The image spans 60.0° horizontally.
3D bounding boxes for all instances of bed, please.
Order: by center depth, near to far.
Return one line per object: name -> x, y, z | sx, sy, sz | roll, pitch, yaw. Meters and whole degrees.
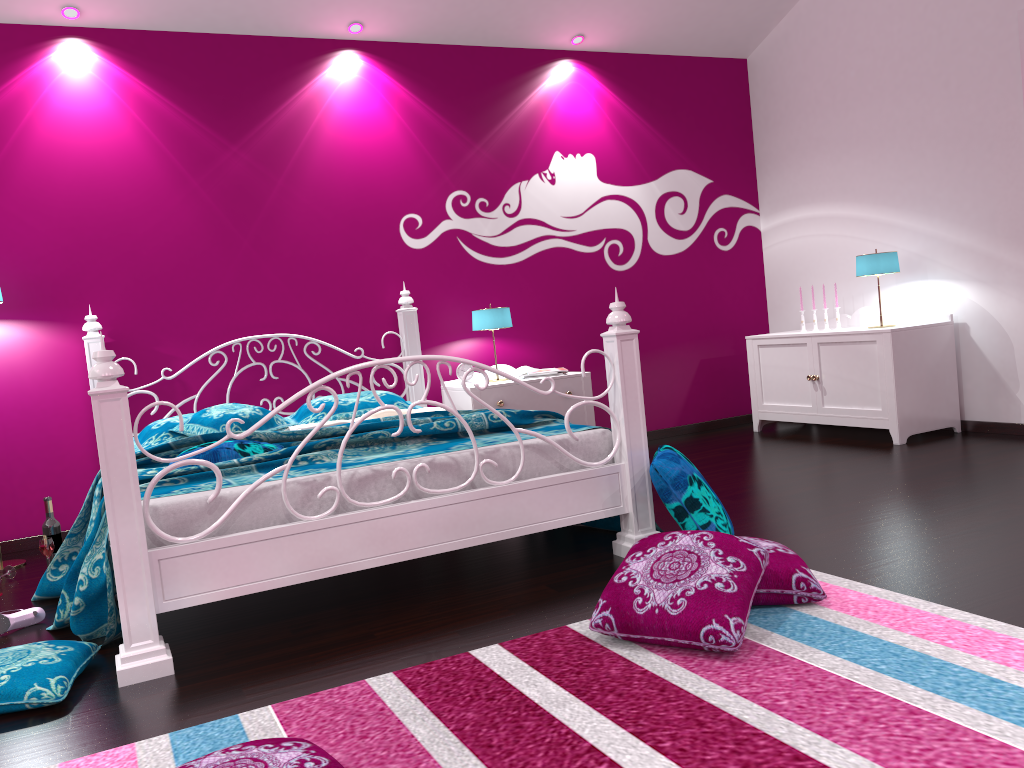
bed -> -0.847, 0.109, 3.666 | 2.167, 1.143, 2.317 | -8, 4, -25

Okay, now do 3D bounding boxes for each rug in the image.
rug -> 0.228, 0.699, 1.673 | 2.100, 0.018, 1.400 | -8, 4, -25

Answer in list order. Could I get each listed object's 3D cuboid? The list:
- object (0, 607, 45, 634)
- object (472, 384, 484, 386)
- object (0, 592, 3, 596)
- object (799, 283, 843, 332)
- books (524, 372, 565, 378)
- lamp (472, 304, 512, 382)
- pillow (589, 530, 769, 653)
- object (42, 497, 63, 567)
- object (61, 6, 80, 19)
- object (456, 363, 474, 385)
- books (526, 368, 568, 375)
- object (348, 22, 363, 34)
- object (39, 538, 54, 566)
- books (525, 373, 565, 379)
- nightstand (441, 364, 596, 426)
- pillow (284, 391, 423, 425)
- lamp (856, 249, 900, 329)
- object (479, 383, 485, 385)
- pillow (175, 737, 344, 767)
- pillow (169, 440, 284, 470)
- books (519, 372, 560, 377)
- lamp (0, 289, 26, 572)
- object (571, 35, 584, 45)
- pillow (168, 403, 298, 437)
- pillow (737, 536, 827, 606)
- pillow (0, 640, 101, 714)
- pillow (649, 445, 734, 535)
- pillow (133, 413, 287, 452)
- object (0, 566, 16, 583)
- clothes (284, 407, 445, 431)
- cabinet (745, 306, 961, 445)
object -> -1.679, 0.775, 2.926 | 0.247, 0.086, 0.100 | -8, 4, -31
object -> -0.184, 0.005, 4.801 | 0.073, 0.006, 0.073 | -4, 4, 27
object -> -2.077, 0.829, 3.394 | 0.184, 0.007, 0.221 | -3, 5, 37
object -> 1.873, -0.468, 5.408 | 0.043, 0.284, 0.285 | -9, 5, -37
books -> 0.200, -0.061, 5.105 | 0.220, 0.007, 0.300 | -5, 4, 10
lamp -> -0.102, -0.235, 5.033 | 0.229, 0.438, 0.229 | -5, 4, 20
pillow -> 0.437, 0.519, 2.302 | 0.425, 0.224, 0.391 | -3, 4, 33
object -> -1.969, 0.637, 3.796 | 0.070, 0.307, 0.070 | -3, 5, 41
object -> -2.112, -1.784, 4.239 | 0.080, 0.058, 0.085 | -8, 4, -25
object -> -0.264, -0.065, 4.989 | 0.106, 0.140, 0.033 | -7, 4, -23
books -> 0.200, -0.072, 5.097 | 0.221, 0.012, 0.300 | -6, 4, -2
object -> -0.856, -1.951, 4.836 | 0.080, 0.058, 0.085 | -8, 4, -25
object -> -1.922, 0.717, 3.675 | 0.056, 0.153, 0.056 | -5, 4, 13
books -> 0.193, -0.052, 5.096 | 0.220, 0.007, 0.300 | -6, 4, 5
nightstand -> 0.046, 0.195, 5.037 | 0.742, 0.616, 0.455 | -8, 4, -25
pillow -> -0.812, 0.118, 4.571 | 0.717, 0.141, 0.401 | -7, 4, -23
lamp -> 2.048, -0.534, 4.949 | 0.229, 0.438, 0.229 | -5, 4, 20
object -> -0.161, 0.002, 4.850 | 0.073, 0.003, 0.073 | -4, 4, 27
pillow -> -0.473, 0.720, 1.509 | 0.419, 0.107, 0.401 | -9, 5, -40
pillow -> -1.027, 0.266, 3.204 | 0.404, 0.127, 0.425 | -7, 4, -15
books -> 0.177, -0.064, 5.092 | 0.220, 0.007, 0.300 | -5, 4, 14
lamp -> -2.329, 0.141, 3.879 | 0.303, 1.352, 0.303 | -5, 4, 20
object -> 0.399, -2.117, 5.433 | 0.080, 0.058, 0.085 | -8, 4, -25
pillow -> -1.286, 0.177, 4.091 | 0.418, 0.176, 0.404 | -3, 4, 32
pillow -> 0.628, 0.528, 2.541 | 0.400, 0.142, 0.429 | -6, 4, -1
pillow -> -1.345, 0.778, 2.351 | 0.417, 0.101, 0.401 | -6, 4, -9
pillow -> 0.613, 0.400, 3.022 | 0.264, 0.357, 0.402 | -5, 4, 15
pillow -> -1.469, 0.206, 4.250 | 0.717, 0.141, 0.401 | -8, 4, -30
object -> -2.086, 0.787, 3.606 | 0.056, 0.056, 0.153 | -6, 4, -1
clothes -> -0.581, 0.313, 4.133 | 1.036, 0.376, 0.553 | -8, 4, -30
cabinet -> 1.971, -0.077, 5.279 | 0.506, 0.734, 1.142 | -8, 4, -25
